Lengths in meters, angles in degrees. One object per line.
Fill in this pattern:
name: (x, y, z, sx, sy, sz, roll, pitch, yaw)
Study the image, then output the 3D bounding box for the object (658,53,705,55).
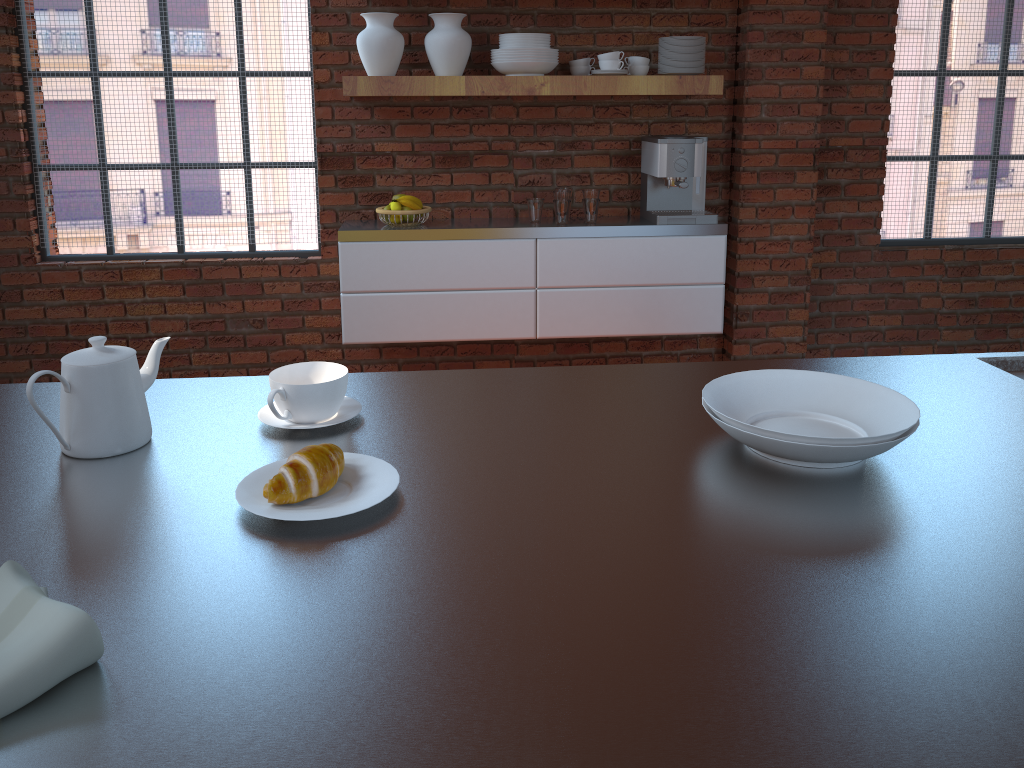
object: (0.713, -1.379, 3.697, 0.194, 0.013, 0.200, 3, 18, 11)

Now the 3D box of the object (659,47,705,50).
object: (0.713, -1.401, 3.693, 0.194, 0.013, 0.200, 3, 18, 11)

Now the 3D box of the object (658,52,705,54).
object: (0.713, -1.383, 3.697, 0.194, 0.013, 0.200, 3, 18, 11)

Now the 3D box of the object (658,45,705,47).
object: (0.713, -1.410, 3.691, 0.194, 0.013, 0.200, 3, 18, 11)

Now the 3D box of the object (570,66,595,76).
object: (0.296, -1.343, 3.789, 0.092, 0.045, 0.101, -8, 18, -25)

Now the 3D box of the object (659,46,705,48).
object: (0.713, -1.406, 3.692, 0.194, 0.013, 0.200, 3, 18, 11)

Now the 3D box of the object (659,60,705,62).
object: (0.713, -1.353, 3.703, 0.194, 0.013, 0.200, 3, 18, 11)

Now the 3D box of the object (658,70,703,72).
object: (0.713, -1.313, 3.711, 0.194, 0.013, 0.200, 3, 18, 11)

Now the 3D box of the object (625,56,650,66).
object: (0.536, -1.363, 3.748, 0.100, 0.057, 0.094, 5, 17, 17)

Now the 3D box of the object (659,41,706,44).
object: (0.713, -1.424, 3.689, 0.194, 0.013, 0.200, 3, 18, 11)

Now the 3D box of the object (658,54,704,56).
object: (0.713, -1.374, 3.698, 0.194, 0.013, 0.200, 3, 18, 11)

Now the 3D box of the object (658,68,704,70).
object: (0.713, -1.321, 3.709, 0.194, 0.013, 0.200, 3, 18, 11)

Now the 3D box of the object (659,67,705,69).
object: (0.713, -1.326, 3.708, 0.194, 0.013, 0.200, 3, 18, 11)

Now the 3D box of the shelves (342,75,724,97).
shelves: (0.084, -1.248, 3.691, 1.535, 0.074, 0.347, -2, 17, -5)

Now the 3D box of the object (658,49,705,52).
object: (0.713, -1.392, 3.695, 0.194, 0.013, 0.200, 3, 18, 11)

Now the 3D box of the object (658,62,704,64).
object: (0.713, -1.344, 3.704, 0.194, 0.013, 0.200, 3, 18, 11)

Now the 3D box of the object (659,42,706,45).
object: (0.713, -1.419, 3.690, 0.194, 0.013, 0.200, 3, 18, 11)

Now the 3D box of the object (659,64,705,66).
object: (0.713, -1.335, 3.706, 0.194, 0.013, 0.200, 3, 18, 11)

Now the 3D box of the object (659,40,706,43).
object: (0.712, -1.428, 3.688, 0.194, 0.013, 0.200, 3, 18, 11)

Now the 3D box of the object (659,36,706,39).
object: (0.712, -1.442, 3.685, 0.194, 0.013, 0.200, 3, 18, 11)

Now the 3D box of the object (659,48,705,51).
object: (0.713, -1.397, 3.694, 0.194, 0.013, 0.200, 3, 18, 11)

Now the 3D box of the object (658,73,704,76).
object: (0.713, -1.304, 3.712, 0.194, 0.013, 0.200, 3, 18, 11)

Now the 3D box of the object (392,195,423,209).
object: (-0.422, -0.755, 3.702, 0.067, 0.082, 0.188, 8, 18, 31)

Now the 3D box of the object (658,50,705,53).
object: (0.713, -1.388, 3.696, 0.194, 0.013, 0.200, 3, 18, 11)

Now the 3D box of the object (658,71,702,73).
object: (0.713, -1.308, 3.711, 0.194, 0.013, 0.200, 3, 18, 11)

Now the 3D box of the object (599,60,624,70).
object: (0.405, -1.312, 3.639, 0.092, 0.045, 0.101, -3, 17, -10)

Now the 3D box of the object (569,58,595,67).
object: (0.292, -1.372, 3.779, 0.093, 0.057, 0.102, -12, 20, -35)

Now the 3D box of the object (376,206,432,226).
object: (-0.459, -0.713, 3.741, 0.238, 0.069, 0.239, 15, 23, 40)

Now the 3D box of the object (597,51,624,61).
object: (0.400, -1.342, 3.630, 0.092, 0.057, 0.102, -6, 17, -21)

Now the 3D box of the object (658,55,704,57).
object: (0.713, -1.371, 3.699, 0.194, 0.013, 0.200, 3, 18, 11)

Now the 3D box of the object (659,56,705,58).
object: (0.713, -1.366, 3.700, 0.194, 0.013, 0.200, 3, 18, 11)

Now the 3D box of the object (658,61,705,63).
object: (0.713, -1.348, 3.703, 0.194, 0.013, 0.200, 3, 18, 11)

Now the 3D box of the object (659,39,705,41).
object: (0.712, -1.433, 3.687, 0.194, 0.013, 0.200, 3, 18, 11)

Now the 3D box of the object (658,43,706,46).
object: (0.713, -1.415, 3.690, 0.194, 0.013, 0.200, 3, 18, 11)

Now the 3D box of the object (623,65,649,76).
object: (0.535, -1.331, 3.748, 0.099, 0.045, 0.094, 9, 19, 28)

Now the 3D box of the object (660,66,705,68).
object: (0.713, -1.330, 3.707, 0.194, 0.013, 0.200, 3, 18, 11)

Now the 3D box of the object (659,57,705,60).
object: (0.713, -1.362, 3.701, 0.194, 0.013, 0.200, 3, 18, 11)

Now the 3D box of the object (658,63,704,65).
object: (0.713, -1.339, 3.705, 0.194, 0.013, 0.200, 3, 18, 11)

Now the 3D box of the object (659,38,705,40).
object: (0.712, -1.437, 3.686, 0.194, 0.013, 0.200, 3, 18, 11)

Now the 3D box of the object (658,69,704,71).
object: (0.713, -1.317, 3.710, 0.194, 0.013, 0.200, 3, 18, 11)

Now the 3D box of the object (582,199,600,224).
object: (0.337, -0.738, 3.755, 0.078, 0.101, 0.080, 1, 14, 7)

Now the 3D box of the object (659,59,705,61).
object: (0.713, -1.357, 3.702, 0.194, 0.013, 0.200, 3, 18, 11)
